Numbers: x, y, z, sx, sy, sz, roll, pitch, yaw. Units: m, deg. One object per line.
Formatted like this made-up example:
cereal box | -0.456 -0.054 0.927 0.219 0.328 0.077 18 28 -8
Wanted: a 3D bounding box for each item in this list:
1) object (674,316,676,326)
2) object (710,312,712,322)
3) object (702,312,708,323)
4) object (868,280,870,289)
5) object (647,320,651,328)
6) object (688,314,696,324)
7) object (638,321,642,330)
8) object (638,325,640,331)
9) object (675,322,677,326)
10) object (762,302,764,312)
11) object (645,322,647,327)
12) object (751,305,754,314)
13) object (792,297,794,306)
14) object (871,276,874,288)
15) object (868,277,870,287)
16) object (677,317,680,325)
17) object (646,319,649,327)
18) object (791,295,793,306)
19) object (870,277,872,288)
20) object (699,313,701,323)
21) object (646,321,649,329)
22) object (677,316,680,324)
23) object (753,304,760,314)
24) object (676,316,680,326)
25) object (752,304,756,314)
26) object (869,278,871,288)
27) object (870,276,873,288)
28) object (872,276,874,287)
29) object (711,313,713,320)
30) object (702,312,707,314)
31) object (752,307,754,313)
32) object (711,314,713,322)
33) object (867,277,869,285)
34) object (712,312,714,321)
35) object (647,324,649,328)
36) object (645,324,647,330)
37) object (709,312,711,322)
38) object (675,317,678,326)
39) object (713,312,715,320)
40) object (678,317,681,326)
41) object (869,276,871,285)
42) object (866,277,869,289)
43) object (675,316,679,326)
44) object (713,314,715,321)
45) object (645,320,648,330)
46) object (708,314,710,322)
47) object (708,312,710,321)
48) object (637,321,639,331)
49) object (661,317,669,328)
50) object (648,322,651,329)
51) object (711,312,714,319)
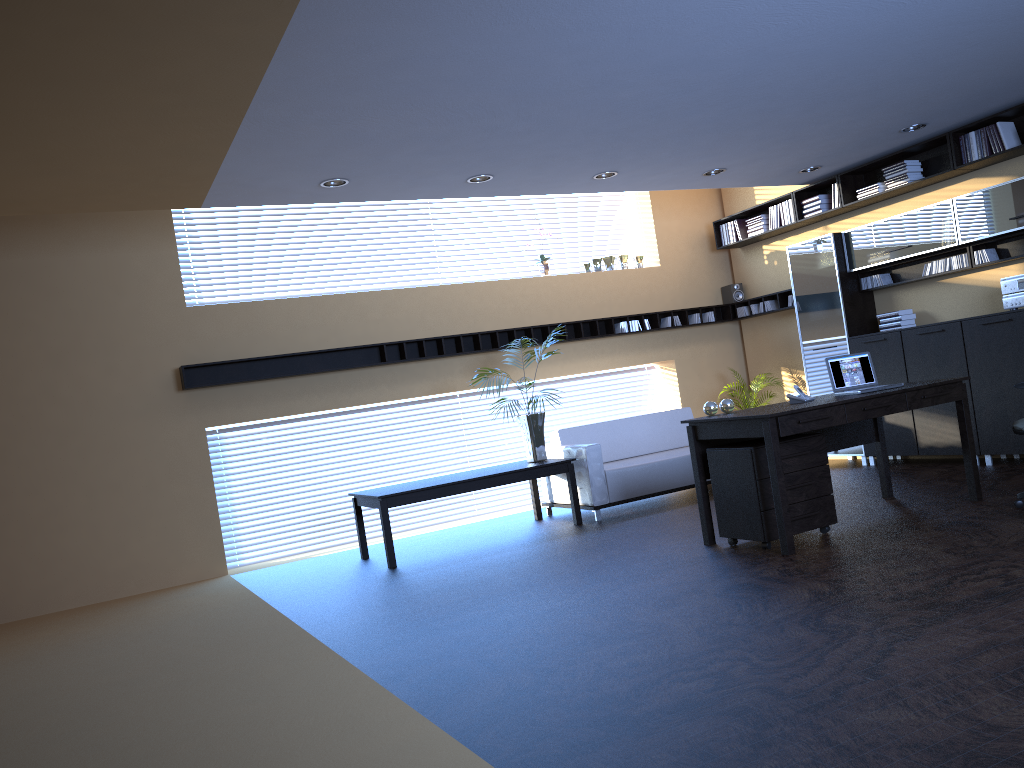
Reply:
object | 1.901 -0.740 10.575 0.009 0.120 0.142 -9 0 -26
object | 2.380 -0.810 10.806 0.006 0.118 0.140 -9 0 -27
object | 2.339 -0.802 10.791 0.040 0.118 0.142 -9 0 -27
object | 3.689 -1.039 9.050 0.142 0.120 0.009 -9 0 -26
object | 1.567 -0.691 10.409 0.040 0.118 0.142 -9 0 -27
object | 2.166 -0.777 10.710 0.040 0.118 0.142 -9 0 -27
object | 1.452 -0.674 10.352 0.040 0.118 0.142 -9 0 -26
object | 1.450 -0.673 10.354 0.041 0.122 0.142 -9 0 -27
object | 1.917 -0.742 10.588 0.030 0.124 0.142 -9 0 -27
object | 3.008 -0.911 10.445 0.142 0.120 0.030 -9 0 -26
object | 1.529 -0.686 10.385 0.026 0.117 0.140 -9 0 -26
object | 2.929 -0.897 10.605 0.142 0.120 0.030 -9 0 -26
object | 3.222 -0.952 10.008 0.142 0.120 0.009 -9 0 -26
object | 3.710 -1.043 9.005 0.142 0.120 0.009 -9 0 -27
object | 3.691 -1.039 9.040 0.140 0.118 0.006 -9 0 -26
object | 1.947 -0.746 10.599 0.030 0.120 0.142 -9 0 -27
object | 1.553 -0.690 10.404 0.026 0.117 0.140 -9 0 -27
object | 3.213 -0.949 10.027 0.142 0.120 0.030 -9 0 -26
object | 3.704 -1.042 9.024 0.142 0.120 0.009 -9 0 -26
object | 2.234 -0.788 10.744 0.009 0.120 0.142 -9 0 -27
object | 1.544 -0.688 10.399 0.030 0.120 0.142 -9 0 -27
object | 1.949 -0.747 10.595 0.026 0.117 0.140 -9 0 -27
object | 2.945 -0.898 10.573 0.142 0.118 0.040 -9 0 -26
object | 1.938 -0.745 10.593 0.030 0.120 0.142 -9 0 -27
object | 2.938 -0.898 10.587 0.142 0.120 0.030 -9 0 -26
object | 3.695 -1.040 9.031 0.140 0.118 0.006 -9 0 -26
object | 3.708 -1.042 9.015 0.142 0.120 0.009 -9 0 -26
object | 3.714 -1.044 8.996 0.142 0.120 0.009 -9 0 -26
object | 2.394 -0.811 10.824 0.009 0.120 0.142 -9 0 -26
object | 2.341 -0.802 10.788 0.041 0.122 0.142 -9 0 -27
object | 2.934 -0.897 10.596 0.142 0.120 0.030 -9 0 -26
object | 2.388 -0.811 10.813 0.009 0.120 0.142 -9 0 -26
object | 3.687 -1.039 9.049 0.140 0.118 0.006 -9 0 -26
object | 2.407 -0.813 10.820 0.006 0.118 0.140 -9 0 -27
object | 1.552 -0.689 10.406 0.030 0.120 0.142 -9 0 -27
object | 1.527 -0.686 10.386 0.030 0.120 0.142 -9 0 -27
object | 2.370 -0.808 10.805 0.009 0.120 0.142 -9 0 -27
object | 1.920 -0.743 10.584 0.030 0.120 0.142 -9 0 -26
object | 2.422 -0.816 10.836 0.009 0.120 0.142 -9 0 -27
object | 1.960 -0.747 10.606 0.040 0.118 0.142 -9 0 -27
object | 3.697 -1.040 9.032 0.142 0.120 0.009 -9 0 -26
object | 3.683 -1.038 9.059 0.142 0.120 0.009 -9 0 -26
object | 1.931 -0.744 10.586 0.030 0.120 0.142 -9 0 -27
object | 2.416 -0.815 10.825 0.009 0.120 0.142 -9 0 -26
object | 1.536 -0.687 10.391 0.030 0.120 0.142 -9 0 -27
object | 2.358 -0.806 10.806 0.009 0.120 0.142 -9 0 -27
object | 2.358 -0.806 10.805 0.006 0.118 0.140 -9 0 -26
object | 1.430 -0.672 10.343 0.006 0.118 0.140 -9 0 -26
object | 1.812 -0.726 10.530 0.040 0.118 0.142 -9 0 -27
object | 1.568 -0.691 10.408 0.036 0.116 0.140 -9 0 -26
object | 2.407 -0.813 10.821 0.009 0.120 0.142 -9 0 -27
